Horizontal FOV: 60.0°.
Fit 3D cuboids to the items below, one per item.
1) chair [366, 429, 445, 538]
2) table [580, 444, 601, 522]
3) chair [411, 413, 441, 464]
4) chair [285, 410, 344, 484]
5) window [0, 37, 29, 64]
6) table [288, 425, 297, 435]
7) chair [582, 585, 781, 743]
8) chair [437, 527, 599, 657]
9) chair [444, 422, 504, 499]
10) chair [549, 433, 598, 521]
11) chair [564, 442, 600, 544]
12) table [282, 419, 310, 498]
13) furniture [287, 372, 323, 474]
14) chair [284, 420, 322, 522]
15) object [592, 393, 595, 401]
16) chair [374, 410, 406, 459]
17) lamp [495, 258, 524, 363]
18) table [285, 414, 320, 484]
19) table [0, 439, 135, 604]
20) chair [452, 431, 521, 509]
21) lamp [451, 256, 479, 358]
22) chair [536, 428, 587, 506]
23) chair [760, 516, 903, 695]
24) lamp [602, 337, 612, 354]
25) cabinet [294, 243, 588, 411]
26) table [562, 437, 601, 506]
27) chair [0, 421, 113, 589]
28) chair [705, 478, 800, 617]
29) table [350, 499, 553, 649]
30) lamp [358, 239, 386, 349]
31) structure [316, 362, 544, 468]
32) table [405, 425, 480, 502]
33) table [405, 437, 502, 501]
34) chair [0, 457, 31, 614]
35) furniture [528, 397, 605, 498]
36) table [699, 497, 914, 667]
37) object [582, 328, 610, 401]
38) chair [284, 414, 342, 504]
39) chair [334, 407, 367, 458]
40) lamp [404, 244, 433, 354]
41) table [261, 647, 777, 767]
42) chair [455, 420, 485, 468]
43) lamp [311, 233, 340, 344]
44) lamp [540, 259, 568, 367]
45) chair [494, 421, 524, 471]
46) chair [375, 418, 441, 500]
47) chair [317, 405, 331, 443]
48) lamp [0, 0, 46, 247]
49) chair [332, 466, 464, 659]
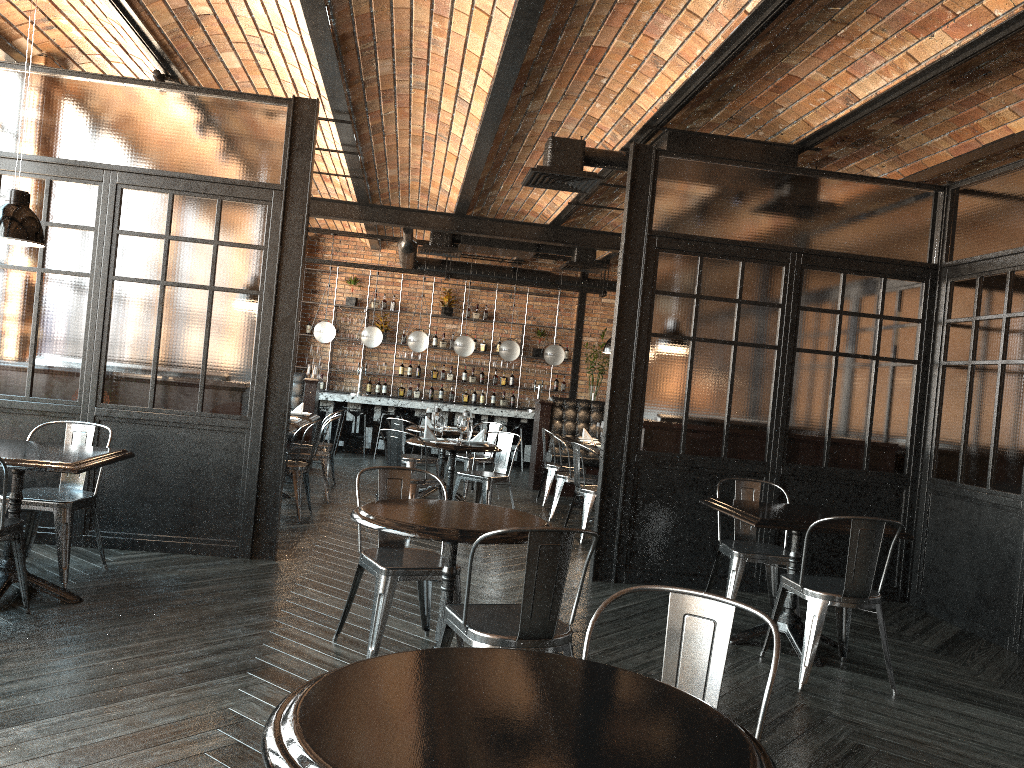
[{"bbox_3d":[-0.862,0.815,7.533,0.504,0.857,0.558,6,0,33],"label":"chair"},{"bbox_3d":[1.174,1.059,9.109,0.872,0.758,0.872,5,0,-7],"label":"table"},{"bbox_3d":[-1.277,0.830,13.627,0.475,0.737,0.414,5,0,3],"label":"chair"},{"bbox_3d":[-2.184,0.686,9.800,0.558,0.857,0.504,5,0,-2],"label":"chair"},{"bbox_3d":[-4.086,-0.946,7.233,0.168,3.253,16.179,5,0,-7],"label":"window"},{"bbox_3d":[-2.372,0.720,7.601,0.872,0.758,0.872,5,0,-7],"label":"table"},{"bbox_3d":[0.290,0.930,1.983,0.504,0.857,0.558,6,0,33],"label":"chair"},{"bbox_3d":[0.001,0.901,3.259,0.504,0.857,0.558,5,0,-22],"label":"chair"},{"bbox_3d":[-0.434,0.854,10.162,0.558,0.857,0.504,5,0,-42],"label":"chair"},{"bbox_3d":[0.652,0.958,9.037,0.558,0.857,0.504,5,0,3],"label":"chair"},{"bbox_3d":[0.787,0.972,7.995,0.558,0.857,0.504,5,0,-17],"label":"chair"},{"bbox_3d":[-2.501,0.707,8.683,0.872,0.758,0.872,5,0,-7],"label":"table"},{"bbox_3d":[-3.144,0.418,8.605,1.979,1.212,5.451,5,0,-7],"label":"furniture"},{"bbox_3d":[-1.966,0.709,7.649,0.558,0.857,0.504,5,0,-2],"label":"chair"},{"bbox_3d":[1.472,0.362,15.326,0.316,0.397,0.319,6,0,42],"label":"object"},{"bbox_3d":[-1.851,0.775,13.558,0.475,0.737,0.414,5,0,-12],"label":"chair"},{"bbox_3d":[0.025,-1.216,14.254,0.340,1.754,0.340,6,0,39],"label":"lamp"},{"bbox_3d":[-2.631,0.694,9.779,0.872,0.758,0.872,5,0,-7],"label":"table"},{"bbox_3d":[-2.536,0.707,4.512,0.872,0.758,0.872,5,0,-7],"label":"table"},{"bbox_3d":[-0.237,0.874,8.334,0.504,0.857,0.558,6,0,33],"label":"chair"},{"bbox_3d":[-0.699,-1.286,14.167,0.340,1.754,0.340,6,0,39],"label":"lamp"},{"bbox_3d":[0.583,0.951,10.118,0.558,0.857,0.504,5,0,-7],"label":"chair"},{"bbox_3d":[1.634,1.056,4.496,0.504,0.857,0.558,5,0,-7],"label":"chair"},{"bbox_3d":[1.264,-1.171,10.228,0.291,1.653,0.291,6,0,38],"label":"lamp"},{"bbox_3d":[-2.217,-0.726,15.760,7.075,3.779,0.564,5,0,-7],"label":"cabinet"},{"bbox_3d":[1.044,1.045,10.204,0.872,0.758,0.872,5,0,-7],"label":"table"},{"bbox_3d":[-2.597,0.651,5.018,0.504,0.857,0.558,5,0,-2],"label":"chair"},{"bbox_3d":[1.510,1.044,5.520,0.504,0.857,0.558,5,0,-2],"label":"chair"},{"bbox_3d":[-0.277,0.924,3.750,0.866,0.758,0.866,5,0,-18],"label":"table"},{"bbox_3d":[-2.148,-1.424,13.993,0.340,1.754,0.340,6,0,39],"label":"lamp"},{"bbox_3d":[-0.840,0.524,14.791,5.346,1.430,1.930,5,0,-7],"label":"structure"},{"bbox_3d":[-0.769,0.872,9.755,0.866,0.758,0.866,5,0,-43],"label":"table"},{"bbox_3d":[-0.553,0.894,7.932,0.866,0.758,0.866,5,0,-43],"label":"table"},{"bbox_3d":[-2.488,0.662,3.981,0.504,0.857,0.558,5,0,-7],"label":"chair"},{"bbox_3d":[1.535,0.865,9.162,1.979,1.212,5.451,5,0,-7],"label":"furniture"},{"bbox_3d":[1.584,1.101,5.006,0.872,0.758,0.872,5,0,-7],"label":"table"},{"bbox_3d":[1.502,-0.217,15.690,0.584,1.546,0.673,5,0,32],"label":"object"},{"bbox_3d":[-2.004,0.704,8.771,0.558,0.857,0.504,5,0,-12],"label":"chair"},{"bbox_3d":[-2.407,0.722,13.491,0.475,0.737,0.414,5,0,-2],"label":"chair"},{"bbox_3d":[-1.423,-1.355,14.080,0.340,1.754,0.340,6,0,39],"label":"lamp"},{"bbox_3d":[-0.015,0.951,1.529,0.866,0.758,0.866,6,0,42],"label":"table"},{"bbox_3d":[-0.643,0.891,13.703,0.475,0.737,0.414,5,0,-12],"label":"chair"},{"bbox_3d":[-2.872,-1.494,13.907,0.340,1.754,0.340,6,0,39],"label":"lamp"},{"bbox_3d":[0.750,-1.147,14.340,0.340,1.754,0.340,6,0,39],"label":"lamp"},{"bbox_3d":[-0.031,0.949,13.776,0.475,0.737,0.414,5,0,-2],"label":"chair"},{"bbox_3d":[-1.063,0.794,9.357,0.504,0.857,0.558,6,0,38],"label":"chair"},{"bbox_3d":[-2.972,0.668,13.424,0.475,0.737,0.414,5,0,-17],"label":"chair"},{"bbox_3d":[-2.452,-1.541,4.503,0.291,1.653,0.291,5,0,-32],"label":"lamp"},{"bbox_3d":[-0.507,0.851,4.220,0.504,0.857,0.558,5,0,-27],"label":"chair"}]
